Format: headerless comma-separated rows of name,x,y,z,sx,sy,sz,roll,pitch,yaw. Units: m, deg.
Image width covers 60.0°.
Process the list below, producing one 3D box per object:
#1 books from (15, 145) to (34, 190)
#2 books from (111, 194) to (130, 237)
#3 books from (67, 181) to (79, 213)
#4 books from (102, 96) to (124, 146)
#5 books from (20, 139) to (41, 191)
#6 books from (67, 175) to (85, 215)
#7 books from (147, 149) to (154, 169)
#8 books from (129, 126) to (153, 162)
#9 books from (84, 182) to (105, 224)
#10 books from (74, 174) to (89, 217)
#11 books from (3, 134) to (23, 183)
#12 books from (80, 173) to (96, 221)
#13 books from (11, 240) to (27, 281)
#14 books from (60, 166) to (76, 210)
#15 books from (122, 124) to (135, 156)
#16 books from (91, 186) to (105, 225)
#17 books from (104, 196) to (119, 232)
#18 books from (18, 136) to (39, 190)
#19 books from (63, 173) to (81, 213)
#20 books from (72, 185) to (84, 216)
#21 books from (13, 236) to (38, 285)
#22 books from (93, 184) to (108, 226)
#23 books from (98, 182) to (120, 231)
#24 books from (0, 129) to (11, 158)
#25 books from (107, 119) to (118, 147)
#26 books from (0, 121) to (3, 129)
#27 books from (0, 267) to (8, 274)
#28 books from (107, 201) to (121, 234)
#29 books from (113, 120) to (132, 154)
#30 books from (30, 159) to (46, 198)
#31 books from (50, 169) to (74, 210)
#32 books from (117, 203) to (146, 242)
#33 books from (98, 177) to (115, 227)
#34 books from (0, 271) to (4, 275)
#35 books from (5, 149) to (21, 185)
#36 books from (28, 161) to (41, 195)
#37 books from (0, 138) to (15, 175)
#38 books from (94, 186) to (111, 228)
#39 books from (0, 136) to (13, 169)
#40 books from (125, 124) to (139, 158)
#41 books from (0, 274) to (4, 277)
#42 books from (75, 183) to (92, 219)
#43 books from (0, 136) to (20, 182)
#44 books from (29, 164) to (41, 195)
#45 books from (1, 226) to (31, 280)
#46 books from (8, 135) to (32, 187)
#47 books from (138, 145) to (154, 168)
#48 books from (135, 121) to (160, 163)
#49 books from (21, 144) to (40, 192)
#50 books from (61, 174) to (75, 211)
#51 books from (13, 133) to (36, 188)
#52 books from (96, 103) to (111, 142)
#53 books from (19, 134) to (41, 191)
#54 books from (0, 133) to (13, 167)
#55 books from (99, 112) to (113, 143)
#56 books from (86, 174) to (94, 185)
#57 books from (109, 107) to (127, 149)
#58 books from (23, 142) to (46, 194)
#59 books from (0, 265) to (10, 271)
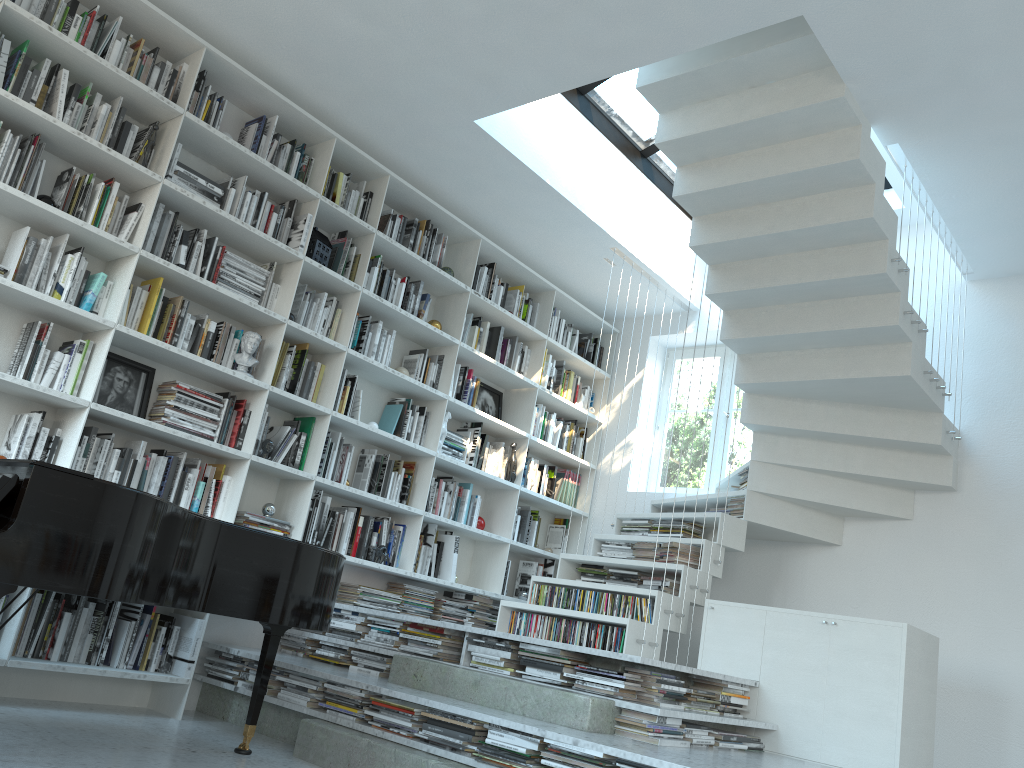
books,-2.147,-0.902,3.840,0.158,0.261,0.010,-3,-21,40
books,-1.874,-0.755,4.153,0.155,0.256,0.022,-3,-21,40
books,-2.024,-0.809,3.996,0.149,0.215,0.013,-3,-21,40
books,-1.905,-1.184,4.133,0.183,0.312,0.011,-3,-21,40
books,-2.139,-0.916,3.864,0.162,0.304,0.005,-3,-21,40
books,-1.997,-0.817,3.988,0.178,0.235,0.005,-3,-21,40
books,-1.796,-1.048,4.309,0.098,0.193,0.019,-3,-21,40
books,-1.816,-1.109,4.239,0.167,0.263,0.055,-3,-21,40
books,-1.943,-0.793,4.046,0.189,0.243,0.013,-3,-21,40
books,-2.000,-0.821,4.032,0.149,0.266,0.009,-3,-21,40
books,-2.179,-0.930,3.797,0.169,0.278,0.011,-3,-21,40
books,-1.979,-0.820,4.058,0.155,0.286,0.033,-3,-21,40
books,-2.160,-0.506,3.817,0.154,0.231,0.010,-3,-21,40
books,-2.040,-0.844,3.994,0.129,0.275,0.012,-3,-21,40
books,-1.862,-1.110,4.191,0.161,0.222,0.022,-3,-21,40
books,-1.944,-0.788,4.081,0.139,0.252,0.017,-3,-21,40
books,-1.909,-0.755,4.126,0.166,0.229,0.011,-3,-21,40
books,-2.148,-0.924,3.861,0.157,0.315,0.005,-3,-21,40
books,-2.014,-0.824,3.981,0.173,0.239,0.005,-3,-21,40
books,-2.006,-0.793,4.010,0.162,0.199,0.011,-3,-21,40
books,-2.132,-0.507,3.821,0.174,0.246,0.030,-3,-21,40
books,-1.936,-0.791,4.090,0.142,0.264,0.004,-3,-21,40
books,-1.912,-0.790,4.107,0.190,0.284,0.022,-3,-21,40
books,-2.201,-0.940,3.748,0.189,0.262,0.009,-3,-21,40
books,-1.919,-1.130,4.146,0.150,0.213,0.024,-3,-21,40
books,-2.228,-0.961,3.729,0.184,0.282,0.010,-3,-21,40
books,-2.271,-0.515,3.683,0.159,0.012,0.286,-4,-22,42
books,-1.899,-0.743,4.137,0.142,0.215,0.024,-3,-21,40
books,-1.875,-1.117,4.170,0.182,0.217,0.030,-3,-21,40
books,-2.109,-0.863,3.892,0.148,0.231,0.031,-3,-21,40
books,-2.042,-0.837,3.981,0.161,0.253,0.005,-3,-21,40
books,-1.833,-0.732,4.167,0.209,0.236,0.064,-3,-21,40
books,-1.923,-0.805,4.101,0.165,0.303,0.006,-3,-21,40
books,-2.271,-0.504,3.678,0.161,0.012,0.255,-2,-21,37
books,-2.173,-0.893,3.791,0.181,0.208,0.011,-3,-21,40
books,-2.132,-0.864,3.879,0.151,0.217,0.012,-3,-21,40
books,-2.201,-0.925,3.787,0.152,0.255,0.011,-3,-21,40
books,-1.929,-0.783,4.088,0.180,0.252,0.006,-3,-21,40
books,-2.208,-0.931,3.780,0.169,0.261,0.010,-3,-21,40
books,-1.858,-1.109,4.220,0.153,0.236,0.025,-3,-21,40
books,-2.270,-0.492,3.672,0.161,0.012,0.255,-1,-20,35
books,-1.976,-0.796,4.010,0.181,0.215,0.006,-3,-21,40
books,-2.182,-0.924,3.784,0.180,0.260,0.009,-3,-21,40
books,-2.126,-0.857,3.883,0.132,0.209,0.004,-3,-21,40
books,-2.152,-0.535,3.807,0.159,0.284,0.012,-3,-21,40
books,-2.156,-0.925,3.821,0.176,0.290,0.011,-3,-21,40
books,-1.803,-1.064,4.290,0.134,0.211,0.028,-3,-21,40
books,-1.803,-1.122,4.255,0.175,0.301,0.058,-3,-21,40
books,-2.136,-0.905,3.863,0.166,0.283,0.004,-3,-21,40
books,-2.036,-0.824,3.994,0.146,0.238,0.005,-3,-21,40
books,-2.152,-0.931,3.848,0.153,0.320,0.004,-3,-21,40
books,-1.941,-1.169,4.112,0.135,0.260,0.028,-3,-21,40
books,-2.141,-0.930,3.865,0.161,0.330,0.005,-3,-21,40
books,-2.197,-0.931,3.755,0.184,0.251,0.012,-3,-21,40
books,-1.928,-1.148,4.120,0.141,0.230,0.013,-3,-21,40
books,-1.983,-0.821,4.036,0.157,0.274,0.005,-3,-21,40
books,-1.900,-1.158,4.174,0.146,0.289,0.022,-3,-21,40
books,-2.117,-0.904,3.857,0.189,0.286,0.011,-3,-21,40
books,-2.265,-0.527,3.683,0.159,0.012,0.286,-2,-20,36
